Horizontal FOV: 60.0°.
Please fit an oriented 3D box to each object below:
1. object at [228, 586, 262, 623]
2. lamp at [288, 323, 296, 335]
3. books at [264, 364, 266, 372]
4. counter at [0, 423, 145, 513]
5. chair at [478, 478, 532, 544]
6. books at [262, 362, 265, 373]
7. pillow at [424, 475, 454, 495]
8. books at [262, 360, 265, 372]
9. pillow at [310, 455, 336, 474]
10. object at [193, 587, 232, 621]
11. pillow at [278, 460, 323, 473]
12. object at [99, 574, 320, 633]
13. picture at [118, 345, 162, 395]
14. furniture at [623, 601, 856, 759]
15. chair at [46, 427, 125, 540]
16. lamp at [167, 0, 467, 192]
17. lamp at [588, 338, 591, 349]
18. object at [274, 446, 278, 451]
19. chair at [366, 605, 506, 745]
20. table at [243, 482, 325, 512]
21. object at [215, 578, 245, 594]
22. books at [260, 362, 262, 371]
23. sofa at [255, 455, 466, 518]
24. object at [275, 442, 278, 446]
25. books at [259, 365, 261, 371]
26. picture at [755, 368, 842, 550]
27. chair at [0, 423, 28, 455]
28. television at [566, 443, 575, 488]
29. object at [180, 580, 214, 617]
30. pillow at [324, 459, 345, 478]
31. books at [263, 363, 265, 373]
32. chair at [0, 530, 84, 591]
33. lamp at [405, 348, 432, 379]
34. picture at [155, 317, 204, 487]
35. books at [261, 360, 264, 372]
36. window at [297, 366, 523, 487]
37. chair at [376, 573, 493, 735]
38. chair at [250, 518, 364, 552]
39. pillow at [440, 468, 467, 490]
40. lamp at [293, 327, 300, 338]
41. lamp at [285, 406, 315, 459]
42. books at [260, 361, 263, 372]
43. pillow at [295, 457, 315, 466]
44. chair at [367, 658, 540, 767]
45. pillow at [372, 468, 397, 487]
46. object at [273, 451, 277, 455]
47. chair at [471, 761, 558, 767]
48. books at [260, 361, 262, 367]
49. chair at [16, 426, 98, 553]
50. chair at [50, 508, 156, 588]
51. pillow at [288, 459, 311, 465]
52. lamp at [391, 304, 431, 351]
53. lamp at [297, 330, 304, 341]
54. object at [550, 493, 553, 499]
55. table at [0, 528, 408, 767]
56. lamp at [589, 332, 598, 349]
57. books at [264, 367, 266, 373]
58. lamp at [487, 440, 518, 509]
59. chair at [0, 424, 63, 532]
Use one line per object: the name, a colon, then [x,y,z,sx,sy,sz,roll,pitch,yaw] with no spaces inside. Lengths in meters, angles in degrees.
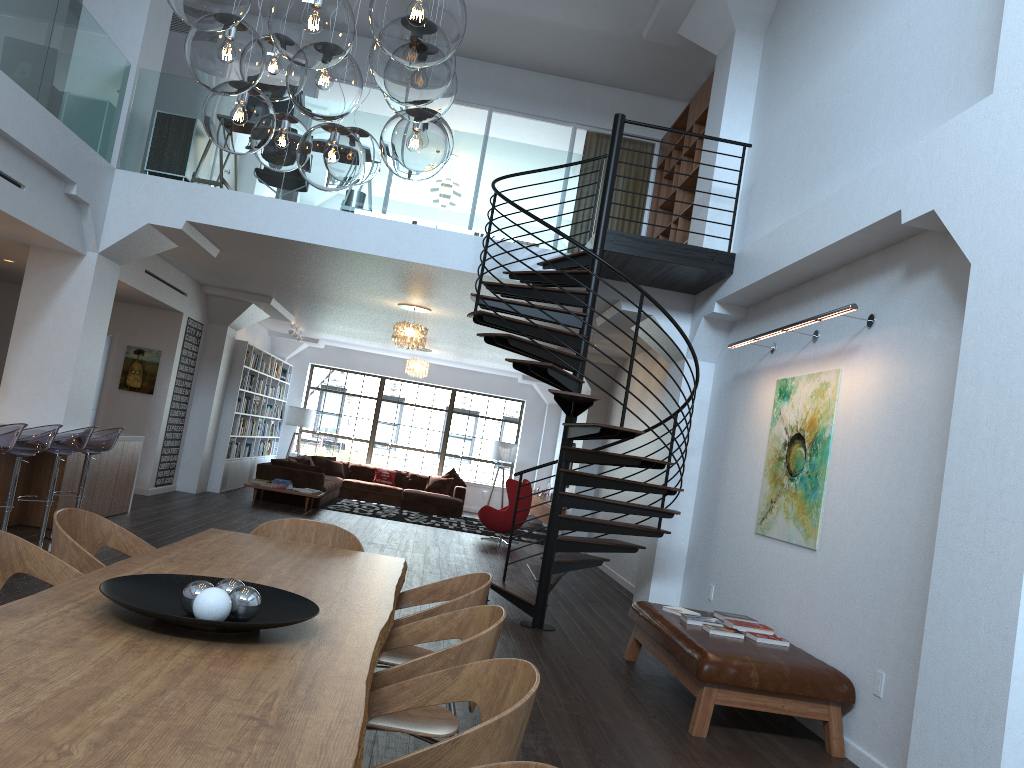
object: [-0.749,0.614,2.473,0.100,0.100,0.100,6,-6,41]
lamp: [-3.922,-0.975,15.783,0.111,0.211,0.120,7,-5,30]
books: [-4.481,-0.281,15.854,0.128,0.178,0.022,10,-5,-4]
counter: [-3.417,0.843,6.112,3.039,0.860,8.182,13,-5,-34]
chair: [-0.107,1.938,13.795,0.801,1.006,0.798,8,-5,21]
books: [-4.472,-0.317,15.721,0.140,0.231,0.042,10,-5,-4]
pillow: [-1.465,2.012,17.712,0.542,0.362,0.248,8,-5,16]
books: [-4.471,-0.318,15.672,0.158,0.226,0.052,10,-5,-4]
pillow: [-3.715,1.627,17.615,0.580,0.418,0.334,12,-5,-31]
object: [-0.809,0.600,2.393,0.100,0.100,0.100,6,-6,41]
pillow: [-3.409,1.452,14.320,0.750,0.364,0.289,10,-5,-5]
object: [-0.841,0.627,2.482,0.592,0.066,0.592,5,-6,43]
picture: [-5.006,-0.188,11.936,0.450,0.600,0.030,10,-5,-4]
furniture: [1.371,1.827,5.763,0.907,0.453,1.819,10,-5,-4]
chair: [-3.711,0.837,7.674,0.481,1.014,0.530,10,-5,-2]
lamp: [-0.468,-1.754,2.983,0.849,2.140,1.787,10,-5,-5]
lamp: [0.949,-0.500,11.475,0.111,0.211,0.120,5,-6,45]
object: [-4.977,1.296,18.091,0.331,0.088,0.410,10,-5,-4]
chair: [-0.372,1.111,2.889,0.618,0.833,0.629,10,-5,-3]
table: [-3.467,1.724,13.508,1.100,0.271,0.853,10,-5,-4]
object: [-0.812,0.610,2.553,0.100,0.100,0.100,6,-6,41]
books: [-4.441,-0.318,15.458,0.146,0.202,0.027,10,-5,-4]
sofa: [-2.530,1.890,16.131,3.481,0.664,4.197,10,-5,-4]
object: [-4.970,1.209,18.098,0.316,0.088,0.410,10,-5,-4]
books: [-4.440,-0.317,15.398,0.139,0.191,0.036,10,-5,-4]
picture: [2.022,0.522,6.335,0.010,1.200,1.095,10,-5,-4]
chair: [-3.534,0.716,5.786,0.481,1.014,0.530,10,-5,-2]
television: [1.007,1.500,16.509,0.013,0.816,1.324,10,-5,-5]
object: [-0.872,0.599,2.474,0.100,0.100,0.100,6,-6,41]
pillow: [-3.522,1.671,17.532,0.489,0.337,0.238,13,-5,-35]
books: [-4.474,-0.294,15.760,0.139,0.191,0.036,10,-5,-4]
chair: [-1.547,0.906,2.793,0.618,0.833,0.629,10,-5,-4]
lamp: [-1.733,-0.387,16.370,0.441,0.539,0.442,6,-6,38]
picture: [-4.706,0.266,12.587,0.021,2.380,0.800,10,-5,-4]
books: [-4.461,-0.323,15.624,0.140,0.231,0.042,10,-5,-4]
window: [-2.190,0.935,19.287,4.648,1.905,0.114,10,-5,-4]
chair: [-0.433,1.161,3.653,0.617,0.830,0.629,10,-5,-4]
chair: [-1.070,1.112,4.362,0.629,0.833,0.618,10,-5,-9]
pillow: [-1.263,1.976,17.898,0.651,0.587,0.335,12,-5,-25]
lamp: [-3.966,-0.943,16.286,0.111,0.211,0.120,5,-6,45]
lamp: [-4.512,1.277,18.447,0.545,1.579,0.545,11,-5,-15]
books: [-4.453,-0.313,15.539,0.146,0.202,0.027,10,-5,-4]
pillow: [-3.697,1.517,15.995,0.325,0.391,0.625,9,-5,12]
chair: [-0.287,1.065,2.131,0.618,0.833,0.629,10,-5,-4]
pillow: [-2.544,1.868,17.747,0.465,0.308,0.220,10,-5,-8]
object: [-4.991,1.383,18.084,0.331,0.088,0.410,10,-5,-4]
chair: [-0.231,1.013,1.354,0.618,0.833,0.629,10,-5,-4]
books: [-4.447,-0.321,15.430,0.146,0.202,0.027,10,-5,-4]
chair: [-3.656,0.796,7.047,0.481,1.014,0.530,10,-5,-6]
chair: [-1.598,0.960,3.570,0.618,0.833,0.629,10,-5,-6]
pillow: [-3.463,1.421,14.585,0.559,0.411,0.269,6,-6,41]
lamp: [-1.292,-0.714,11.339,0.441,0.539,0.442,6,-6,38]
lamp: [-4.010,-0.909,16.802,0.120,0.211,0.111,12,-5,-30]
object: [0.791,2.180,17.214,0.089,0.110,0.089,6,-6,41]
table: [-0.907,1.028,2.445,1.012,0.750,3.803,10,-5,-4]
lamp: [0.994,-0.534,10.959,0.120,0.211,0.111,12,-5,-30]
books: [-4.493,-0.282,15.901,0.134,0.184,0.030,10,-5,-4]
lamp: [-0.266,2.008,18.667,0.545,1.579,0.545,9,-5,7]
chair: [-3.617,0.752,6.412,0.481,1.014,0.530,10,-5,-6]
